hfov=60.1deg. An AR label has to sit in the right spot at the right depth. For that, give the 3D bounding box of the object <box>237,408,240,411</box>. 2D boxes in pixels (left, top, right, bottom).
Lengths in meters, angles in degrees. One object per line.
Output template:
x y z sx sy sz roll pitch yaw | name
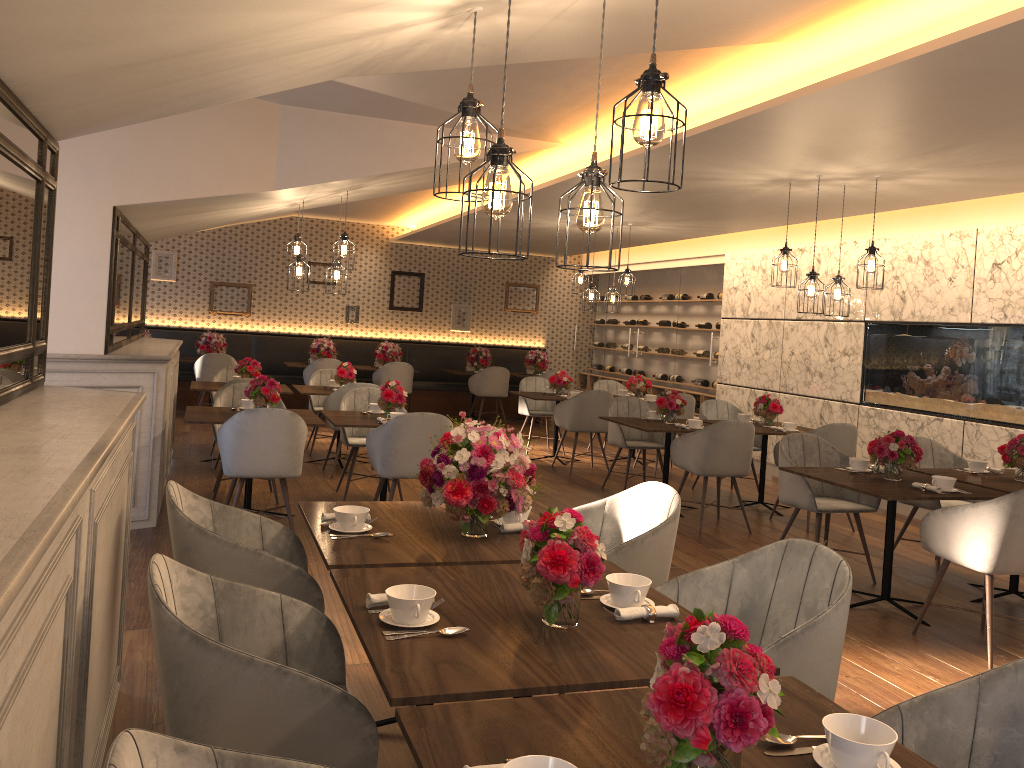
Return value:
-1.997 0.186 6.459 0.022 0.004 0.211 2 4 -19 | object

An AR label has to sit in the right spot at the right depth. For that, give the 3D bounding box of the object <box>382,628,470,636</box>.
-0.201 0.585 2.097 0.210 0.004 0.022 2 4 -19 | object

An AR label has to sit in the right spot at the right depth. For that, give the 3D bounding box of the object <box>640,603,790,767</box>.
0.331 0.510 1.433 0.234 0.301 0.305 5 2 28 | object

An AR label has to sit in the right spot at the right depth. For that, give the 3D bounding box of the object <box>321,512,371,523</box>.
-0.592 0.474 3.151 0.175 0.039 0.056 2 3 -19 | object

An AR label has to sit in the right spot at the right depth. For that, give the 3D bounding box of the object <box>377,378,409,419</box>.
-0.870 0.105 6.509 0.234 0.301 0.305 4 2 0 | object

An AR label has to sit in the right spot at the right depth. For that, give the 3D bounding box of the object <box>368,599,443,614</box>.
-0.268 0.561 2.240 0.192 0.024 0.025 2 2 -19 | object

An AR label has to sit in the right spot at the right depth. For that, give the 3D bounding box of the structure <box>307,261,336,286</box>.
-2.923 -1.698 13.625 0.448 0.345 0.016 3 1 -19 | structure

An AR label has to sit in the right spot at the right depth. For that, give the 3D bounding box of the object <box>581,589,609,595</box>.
0.256 0.583 2.496 0.197 0.015 0.043 2 4 -23 | object

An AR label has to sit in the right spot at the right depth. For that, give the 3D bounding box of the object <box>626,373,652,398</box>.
1.453 0.020 10.132 0.305 0.301 0.234 4 2 3 | object

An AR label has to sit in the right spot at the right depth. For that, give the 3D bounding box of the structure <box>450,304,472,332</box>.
-0.822 -1.070 14.359 0.339 0.440 0.035 3 1 -19 | structure

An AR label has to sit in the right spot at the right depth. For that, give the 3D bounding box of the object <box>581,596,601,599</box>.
0.261 0.592 2.461 0.210 0.004 0.022 2 4 -19 | object

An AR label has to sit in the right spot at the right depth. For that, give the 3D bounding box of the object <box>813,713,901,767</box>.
0.606 0.639 1.549 0.148 0.072 0.148 5 3 23 | object

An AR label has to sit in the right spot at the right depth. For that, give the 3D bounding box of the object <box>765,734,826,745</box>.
0.549 0.657 1.650 0.197 0.015 0.043 2 4 -23 | object

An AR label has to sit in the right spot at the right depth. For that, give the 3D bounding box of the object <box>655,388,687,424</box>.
1.356 0.184 7.509 0.305 0.301 0.235 2 2 -42 | object

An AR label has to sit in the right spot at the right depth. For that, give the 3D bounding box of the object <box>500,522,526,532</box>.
0.046 0.514 3.169 0.175 0.039 0.056 2 3 -19 | object

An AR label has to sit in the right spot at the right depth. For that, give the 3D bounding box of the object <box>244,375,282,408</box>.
-1.752 0.069 6.190 0.234 0.301 0.306 2 3 -44 | object

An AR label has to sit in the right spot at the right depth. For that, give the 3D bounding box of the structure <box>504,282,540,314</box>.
0.171 -1.423 14.692 0.600 0.485 0.032 3 1 -19 | structure

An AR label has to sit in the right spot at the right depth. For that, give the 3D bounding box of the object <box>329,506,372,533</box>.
-0.553 0.467 3.043 0.148 0.072 0.148 5 3 23 | object

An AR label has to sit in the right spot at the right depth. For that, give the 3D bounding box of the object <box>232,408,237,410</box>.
-2.032 0.178 6.454 0.043 0.015 0.198 2 4 -23 | object

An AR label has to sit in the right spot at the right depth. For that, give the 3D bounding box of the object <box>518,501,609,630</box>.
0.132 0.448 2.228 0.234 0.301 0.305 4 2 0 | object

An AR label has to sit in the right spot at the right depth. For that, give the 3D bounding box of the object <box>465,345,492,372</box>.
-0.499 -0.382 13.432 0.406 0.425 0.420 5 2 23 | object

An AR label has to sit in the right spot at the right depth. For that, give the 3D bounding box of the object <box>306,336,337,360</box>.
-2.721 -0.480 12.753 0.406 0.425 0.419 5 2 24 | object

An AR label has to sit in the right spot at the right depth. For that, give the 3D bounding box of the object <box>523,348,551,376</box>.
0.383 -0.346 13.750 0.406 0.425 0.419 5 2 24 | object

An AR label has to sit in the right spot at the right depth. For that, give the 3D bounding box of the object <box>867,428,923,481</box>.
2.196 0.397 5.074 0.305 0.301 0.234 4 2 13 | object

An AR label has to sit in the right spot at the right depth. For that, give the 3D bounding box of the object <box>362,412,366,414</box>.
-1.140 0.216 6.764 0.043 0.015 0.198 2 4 -23 | object

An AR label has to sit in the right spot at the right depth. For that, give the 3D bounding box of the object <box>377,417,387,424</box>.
-0.914 0.254 6.218 0.056 0.039 0.176 3 4 -19 | object

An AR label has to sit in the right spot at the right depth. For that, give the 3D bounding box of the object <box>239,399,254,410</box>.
-1.929 0.152 6.509 0.148 0.072 0.148 6 4 38 | object

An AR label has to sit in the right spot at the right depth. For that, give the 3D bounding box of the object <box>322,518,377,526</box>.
-0.572 0.484 3.121 0.192 0.024 0.025 2 2 -19 | object

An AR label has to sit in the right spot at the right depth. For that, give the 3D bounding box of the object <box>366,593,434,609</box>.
-0.287 0.551 2.270 0.175 0.039 0.056 2 3 -19 | object

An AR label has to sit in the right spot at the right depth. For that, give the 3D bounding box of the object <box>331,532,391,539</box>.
-0.500 0.505 2.943 0.197 0.015 0.043 2 4 -23 | object

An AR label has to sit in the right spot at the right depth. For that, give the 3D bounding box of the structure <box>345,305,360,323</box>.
-2.484 -1.083 13.793 0.216 0.277 0.018 3 1 -19 | structure

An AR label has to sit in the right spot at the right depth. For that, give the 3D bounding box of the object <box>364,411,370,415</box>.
-1.105 0.223 6.769 0.022 0.004 0.211 2 4 -19 | object

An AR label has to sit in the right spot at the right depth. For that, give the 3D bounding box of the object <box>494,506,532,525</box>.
0.009 0.488 3.276 0.148 0.072 0.148 5 3 23 | object

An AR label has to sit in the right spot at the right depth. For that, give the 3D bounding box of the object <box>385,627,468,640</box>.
-0.196 0.582 2.062 0.197 0.015 0.043 2 4 -23 | object

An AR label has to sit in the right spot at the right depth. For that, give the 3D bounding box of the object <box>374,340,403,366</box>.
-1.810 -0.436 12.964 0.419 0.425 0.406 3 2 -17 | object

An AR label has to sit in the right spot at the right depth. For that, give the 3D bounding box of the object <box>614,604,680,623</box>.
0.350 0.591 2.288 0.175 0.039 0.056 2 3 -19 | object

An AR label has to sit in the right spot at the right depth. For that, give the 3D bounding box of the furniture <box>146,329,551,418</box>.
-2.735 -0.132 13.427 7.081 1.081 0.542 2 1 -19 | furniture

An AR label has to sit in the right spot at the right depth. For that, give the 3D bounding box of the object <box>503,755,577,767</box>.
0.043 0.617 1.316 0.148 0.072 0.148 5 3 23 | object

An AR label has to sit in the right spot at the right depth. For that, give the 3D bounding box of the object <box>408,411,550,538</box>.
-0.117 0.314 3.094 0.419 0.425 0.406 2 2 -31 | object

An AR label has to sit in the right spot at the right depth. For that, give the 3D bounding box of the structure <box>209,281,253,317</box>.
-4.188 -1.266 13.189 0.600 0.485 0.032 3 1 -19 | structure

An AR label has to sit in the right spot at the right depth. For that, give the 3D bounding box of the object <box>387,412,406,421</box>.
-0.806 0.242 6.255 0.148 0.072 0.148 6 4 38 | object

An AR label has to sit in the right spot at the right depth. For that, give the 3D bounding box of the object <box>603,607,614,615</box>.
0.329 0.595 2.317 0.192 0.024 0.025 2 2 -19 | object

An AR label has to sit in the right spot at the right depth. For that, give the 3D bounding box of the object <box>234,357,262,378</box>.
-2.509 -0.122 8.383 0.234 0.301 0.306 2 3 -44 | object

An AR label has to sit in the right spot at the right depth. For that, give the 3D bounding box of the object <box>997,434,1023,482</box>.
3.101 0.436 5.358 0.305 0.301 0.234 4 2 3 | object

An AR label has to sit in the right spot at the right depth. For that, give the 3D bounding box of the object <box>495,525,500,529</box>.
0.025 0.518 3.198 0.192 0.024 0.025 2 2 -19 | object

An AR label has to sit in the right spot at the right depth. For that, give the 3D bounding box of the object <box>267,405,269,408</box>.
-1.823 0.174 6.547 0.056 0.039 0.176 3 4 -19 | object

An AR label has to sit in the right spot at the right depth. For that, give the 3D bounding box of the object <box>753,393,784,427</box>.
2.264 0.224 7.793 0.234 0.301 0.306 3 2 -18 | object

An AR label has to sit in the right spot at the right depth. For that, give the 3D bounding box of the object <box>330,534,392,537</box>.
-0.505 0.509 2.978 0.210 0.004 0.022 2 4 -19 | object

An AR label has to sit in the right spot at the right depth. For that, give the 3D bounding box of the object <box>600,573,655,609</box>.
0.313 0.565 2.395 0.148 0.072 0.148 5 3 23 | object

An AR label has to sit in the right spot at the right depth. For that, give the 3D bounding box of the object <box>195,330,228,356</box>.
-4.128 -0.533 12.170 0.419 0.425 0.406 2 2 -31 | object

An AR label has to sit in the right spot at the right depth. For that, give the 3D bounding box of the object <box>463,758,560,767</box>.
0.005 0.625 1.423 0.175 0.039 0.056 2 3 -19 | object

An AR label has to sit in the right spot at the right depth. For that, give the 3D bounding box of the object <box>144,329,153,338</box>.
-5.024 -0.571 11.865 0.406 0.425 0.420 5 2 23 | object

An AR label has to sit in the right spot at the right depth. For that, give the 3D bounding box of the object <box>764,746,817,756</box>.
0.553 0.666 1.614 0.210 0.004 0.022 2 4 -19 | object

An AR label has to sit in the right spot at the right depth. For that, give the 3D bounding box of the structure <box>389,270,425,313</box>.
-1.669 -1.469 14.063 0.543 0.632 0.035 3 1 -19 | structure

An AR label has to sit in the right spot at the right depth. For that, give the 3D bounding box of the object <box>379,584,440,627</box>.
-0.249 0.544 2.162 0.148 0.072 0.148 5 3 23 | object

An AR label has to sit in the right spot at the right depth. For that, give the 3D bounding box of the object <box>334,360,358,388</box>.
-1.628 -0.085 8.702 0.234 0.301 0.305 4 2 0 | object

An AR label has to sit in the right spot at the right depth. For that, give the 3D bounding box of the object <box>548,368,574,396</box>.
0.547 -0.020 9.851 0.305 0.301 0.235 2 2 -42 | object

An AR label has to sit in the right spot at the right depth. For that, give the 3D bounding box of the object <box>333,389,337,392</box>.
-1.671 0.062 8.411 0.056 0.039 0.176 3 4 -19 | object

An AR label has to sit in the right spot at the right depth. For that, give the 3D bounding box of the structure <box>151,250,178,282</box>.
-5.058 -1.720 12.876 0.339 0.440 0.035 3 1 -19 | structure
